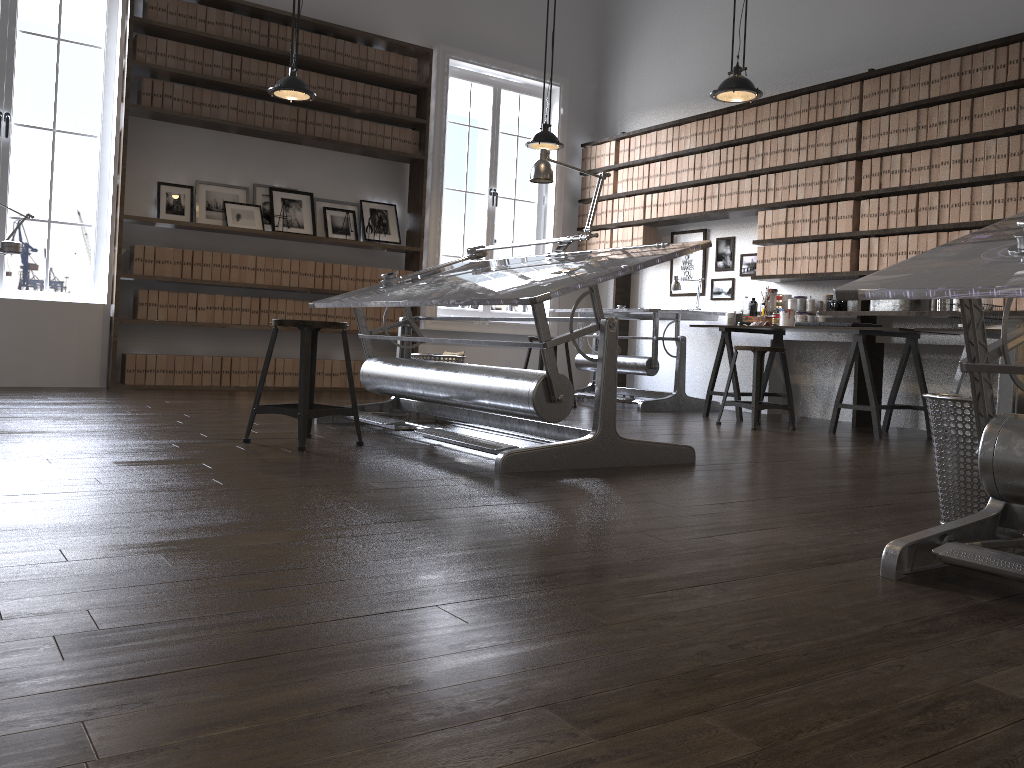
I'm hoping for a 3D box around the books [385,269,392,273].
[{"bbox_3d":[-1.116,-0.887,7.708,0.067,0.226,0.175,3,1,-34],"label":"books"}]

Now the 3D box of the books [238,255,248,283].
[{"bbox_3d":[-2.154,-0.904,7.006,0.066,0.225,0.175,3,1,-34],"label":"books"}]

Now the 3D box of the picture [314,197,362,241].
[{"bbox_3d":[-1.483,-1.384,7.537,0.433,0.361,0.095,2,0,-34],"label":"picture"}]

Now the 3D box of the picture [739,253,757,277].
[{"bbox_3d":[1.946,-0.964,7.162,0.023,0.183,0.251,3,1,-34],"label":"picture"}]

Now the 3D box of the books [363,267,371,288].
[{"bbox_3d":[-1.277,-0.889,7.597,0.067,0.226,0.175,3,1,-34],"label":"books"}]

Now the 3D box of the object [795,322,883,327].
[{"bbox_3d":[2.103,-0.376,5.713,0.312,0.033,0.446,1,3,-34],"label":"object"}]

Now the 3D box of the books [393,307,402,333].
[{"bbox_3d":[-1.039,-0.563,7.775,0.066,0.226,0.174,3,1,-34],"label":"books"}]

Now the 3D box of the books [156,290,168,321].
[{"bbox_3d":[-2.651,-0.590,6.675,0.066,0.226,0.174,3,1,-34],"label":"books"}]

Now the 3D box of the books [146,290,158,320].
[{"bbox_3d":[-2.709,-0.591,6.632,0.066,0.226,0.175,3,1,-34],"label":"books"}]

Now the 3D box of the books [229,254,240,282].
[{"bbox_3d":[-2.207,-0.904,6.965,0.067,0.226,0.175,3,1,-34],"label":"books"}]

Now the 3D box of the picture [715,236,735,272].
[{"bbox_3d":[1.785,-1.085,7.410,0.022,0.284,0.201,3,0,-35],"label":"picture"}]

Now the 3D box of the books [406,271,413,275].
[{"bbox_3d":[-0.946,-0.884,7.822,0.067,0.226,0.175,3,1,-34],"label":"books"}]

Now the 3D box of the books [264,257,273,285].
[{"bbox_3d":[-1.985,-0.901,7.122,0.066,0.226,0.175,3,1,-34],"label":"books"}]

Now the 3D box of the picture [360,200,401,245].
[{"bbox_3d":[-1.147,-1.412,7.730,0.342,0.364,0.161,2,1,-34],"label":"picture"}]

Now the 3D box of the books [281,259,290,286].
[{"bbox_3d":[-1.868,-0.899,7.199,0.066,0.226,0.174,3,1,-34],"label":"books"}]

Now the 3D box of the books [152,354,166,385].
[{"bbox_3d":[-2.668,-0.108,6.677,0.066,0.225,0.175,3,1,-34],"label":"books"}]

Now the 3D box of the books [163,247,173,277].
[{"bbox_3d":[-2.618,-0.912,6.690,0.066,0.225,0.175,3,1,-34],"label":"books"}]

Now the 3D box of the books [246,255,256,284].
[{"bbox_3d":[-2.101,-0.903,7.040,0.066,0.225,0.175,3,1,-34],"label":"books"}]

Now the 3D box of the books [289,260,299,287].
[{"bbox_3d":[-1.806,-0.898,7.237,0.066,0.226,0.175,3,1,-34],"label":"books"}]

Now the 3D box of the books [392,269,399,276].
[{"bbox_3d":[-1.060,-0.886,7.751,0.066,0.226,0.175,3,1,-34],"label":"books"}]

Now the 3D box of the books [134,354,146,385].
[{"bbox_3d":[-2.787,-0.110,6.598,0.066,0.226,0.175,3,1,-34],"label":"books"}]

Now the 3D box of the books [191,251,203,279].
[{"bbox_3d":[-2.442,-0.909,6.813,0.066,0.226,0.175,3,1,-34],"label":"books"}]

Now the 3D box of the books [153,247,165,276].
[{"bbox_3d":[-2.668,-0.912,6.651,0.067,0.226,0.175,3,1,-34],"label":"books"}]

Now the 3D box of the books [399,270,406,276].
[{"bbox_3d":[-1.003,-0.885,7.792,0.066,0.226,0.174,3,1,-34],"label":"books"}]

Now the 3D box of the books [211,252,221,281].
[{"bbox_3d":[-2.324,-0.907,6.892,0.066,0.226,0.174,3,1,-34],"label":"books"}]

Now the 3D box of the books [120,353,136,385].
[{"bbox_3d":[-2.846,-0.111,6.561,0.066,0.226,0.174,3,1,-34],"label":"books"}]

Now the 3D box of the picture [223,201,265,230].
[{"bbox_3d":[-2.122,-1.324,7.011,0.299,0.229,0.145,2,1,-34],"label":"picture"}]

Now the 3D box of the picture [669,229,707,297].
[{"bbox_3d":[1.539,-1.056,7.749,0.040,0.575,0.415,3,0,-34],"label":"picture"}]

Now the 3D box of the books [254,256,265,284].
[{"bbox_3d":[-2.041,-0.902,7.079,0.067,0.226,0.175,3,1,-34],"label":"books"}]

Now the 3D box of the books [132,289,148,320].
[{"bbox_3d":[-2.768,-0.592,6.591,0.067,0.226,0.175,3,1,-34],"label":"books"}]

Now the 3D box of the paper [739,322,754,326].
[{"bbox_3d":[1.705,-0.432,6.426,0.155,0.038,0.137,5,3,41],"label":"paper"}]

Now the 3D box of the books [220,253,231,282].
[{"bbox_3d":[-2.266,-0.906,6.932,0.066,0.226,0.175,3,1,-34],"label":"books"}]

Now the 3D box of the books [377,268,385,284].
[{"bbox_3d":[-1.172,-0.888,7.672,0.066,0.225,0.175,3,1,-34],"label":"books"}]

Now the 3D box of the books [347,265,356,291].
[{"bbox_3d":[-1.395,-0.892,7.524,0.066,0.226,0.174,3,1,-34],"label":"books"}]

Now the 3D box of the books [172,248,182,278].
[{"bbox_3d":[-2.565,-0.911,6.729,0.066,0.225,0.175,3,1,-34],"label":"books"}]

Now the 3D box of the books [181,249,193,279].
[{"bbox_3d":[-2.501,-0.909,6.766,0.067,0.226,0.175,3,1,-34],"label":"books"}]

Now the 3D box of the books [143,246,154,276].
[{"bbox_3d":[-2.727,-0.913,6.610,0.066,0.226,0.175,3,1,-34],"label":"books"}]

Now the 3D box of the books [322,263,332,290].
[{"bbox_3d":[-1.571,-0.894,7.398,0.067,0.226,0.175,3,1,-34],"label":"books"}]

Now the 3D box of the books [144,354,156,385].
[{"bbox_3d":[-2.727,-0.109,6.635,0.067,0.226,0.175,3,1,-34],"label":"books"}]

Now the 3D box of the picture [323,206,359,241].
[{"bbox_3d":[-1.452,-1.347,7.509,0.289,0.290,0.127,2,1,-34],"label":"picture"}]

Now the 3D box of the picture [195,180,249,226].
[{"bbox_3d":[-2.283,-1.401,6.991,0.415,0.365,0.083,2,0,-34],"label":"picture"}]

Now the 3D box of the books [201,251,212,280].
[{"bbox_3d":[-2.381,-0.908,6.849,0.066,0.226,0.174,3,1,-34],"label":"books"}]

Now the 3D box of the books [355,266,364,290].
[{"bbox_3d":[-1.336,-0.891,7.564,0.066,0.226,0.175,3,1,-34],"label":"books"}]

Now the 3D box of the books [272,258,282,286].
[{"bbox_3d":[-1.928,-0.900,7.163,0.066,0.226,0.174,3,1,-34],"label":"books"}]

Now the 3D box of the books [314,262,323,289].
[{"bbox_3d":[-1.636,-0.895,7.361,0.066,0.225,0.175,3,1,-34],"label":"books"}]

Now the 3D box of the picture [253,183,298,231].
[{"bbox_3d":[-1.929,-1.416,7.236,0.369,0.406,0.091,2,0,-34],"label":"picture"}]

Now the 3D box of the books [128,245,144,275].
[{"bbox_3d":[-2.789,-0.914,6.572,0.066,0.226,0.174,3,1,-34],"label":"books"}]

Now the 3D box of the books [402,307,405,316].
[{"bbox_3d":[-0.979,-0.562,7.811,0.066,0.226,0.174,3,1,-34],"label":"books"}]

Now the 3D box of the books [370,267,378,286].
[{"bbox_3d":[-1.225,-0.889,7.638,0.066,0.225,0.175,3,1,-34],"label":"books"}]

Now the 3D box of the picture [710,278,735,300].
[{"bbox_3d":[1.764,-0.793,7.416,0.023,0.183,0.251,3,1,-34],"label":"picture"}]

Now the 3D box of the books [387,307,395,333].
[{"bbox_3d":[-1.098,-0.564,7.735,0.066,0.226,0.175,3,1,-34],"label":"books"}]

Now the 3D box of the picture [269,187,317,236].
[{"bbox_3d":[-1.797,-1.404,7.263,0.373,0.391,0.149,2,0,-34],"label":"picture"}]

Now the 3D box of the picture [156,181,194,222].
[{"bbox_3d":[-2.588,-1.383,6.807,0.266,0.315,0.058,2,0,-34],"label":"picture"}]

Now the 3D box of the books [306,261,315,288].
[{"bbox_3d":[-1.697,-0.896,7.316,0.066,0.225,0.175,3,1,-34],"label":"books"}]

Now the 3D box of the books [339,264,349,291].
[{"bbox_3d":[-1.451,-0.892,7.481,0.066,0.226,0.174,3,1,-34],"label":"books"}]

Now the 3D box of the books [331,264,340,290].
[{"bbox_3d":[-1.512,-0.893,7.445,0.066,0.226,0.175,3,1,-34],"label":"books"}]
